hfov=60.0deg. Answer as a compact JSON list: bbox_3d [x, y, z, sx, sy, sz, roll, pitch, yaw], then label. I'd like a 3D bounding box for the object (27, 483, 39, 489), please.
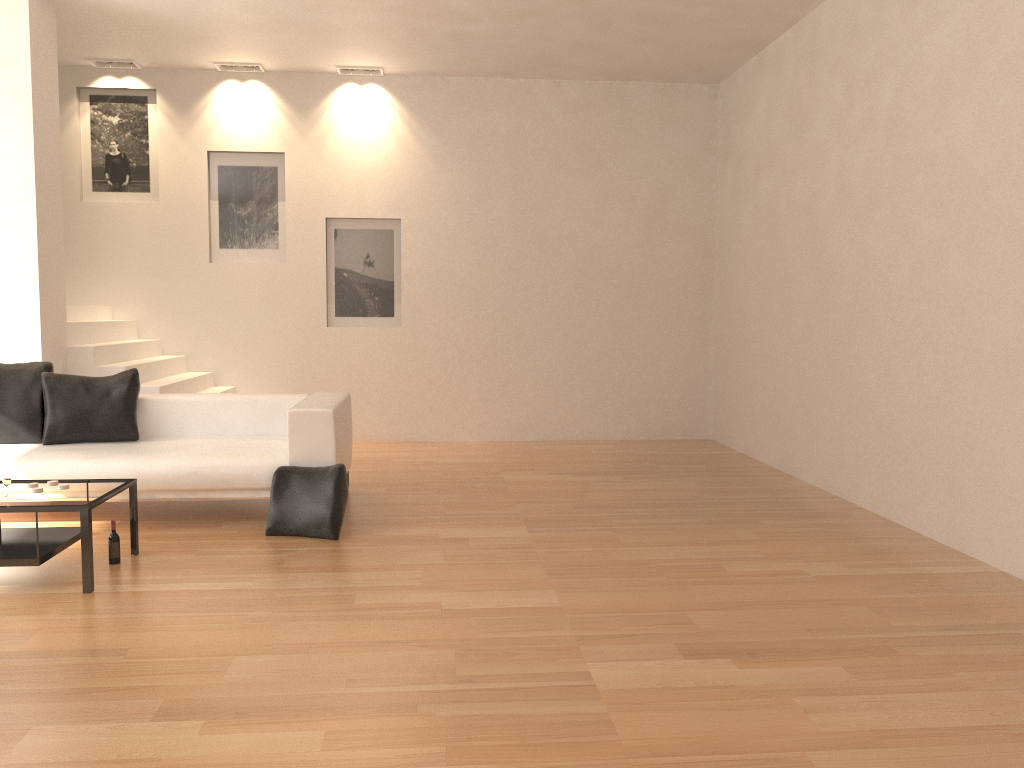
[{"bbox_3d":[-2.498,0.530,4.625,0.052,0.021,0.052,-2,5,-28],"label":"object"}]

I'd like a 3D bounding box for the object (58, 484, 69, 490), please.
[{"bbox_3d":[-2.322,0.533,4.594,0.052,0.021,0.052,-2,5,-28],"label":"object"}]

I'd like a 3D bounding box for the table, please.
[{"bbox_3d":[-2.832,0.785,4.525,1.566,0.460,0.709,0,5,-5],"label":"table"}]

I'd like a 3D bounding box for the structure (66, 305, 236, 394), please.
[{"bbox_3d":[-4.460,-0.012,8.022,4.625,1.403,1.839,0,5,-5],"label":"structure"}]

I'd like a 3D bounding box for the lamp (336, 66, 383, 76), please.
[{"bbox_3d":[-1.512,-3.192,8.829,0.446,0.166,0.243,0,5,-5],"label":"lamp"}]

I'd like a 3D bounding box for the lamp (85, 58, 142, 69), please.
[{"bbox_3d":[-3.866,-3.187,8.613,0.446,0.166,0.243,0,5,-5],"label":"lamp"}]

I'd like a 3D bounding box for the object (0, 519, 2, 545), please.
[{"bbox_3d":[-2.629,0.714,4.497,0.065,0.217,0.065,-2,5,-23],"label":"object"}]

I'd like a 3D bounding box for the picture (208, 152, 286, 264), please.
[{"bbox_3d":[-2.687,-1.791,9.032,0.802,1.155,0.005,0,5,-5],"label":"picture"}]

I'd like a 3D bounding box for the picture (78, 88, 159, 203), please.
[{"bbox_3d":[-3.925,-2.383,8.871,0.802,1.155,0.005,0,5,-5],"label":"picture"}]

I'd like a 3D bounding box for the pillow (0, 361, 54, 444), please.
[{"bbox_3d":[-3.572,0.135,6.100,0.755,0.666,0.346,-1,5,-19],"label":"pillow"}]

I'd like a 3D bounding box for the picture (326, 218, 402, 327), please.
[{"bbox_3d":[-1.530,-1.146,9.191,0.802,1.155,0.005,0,5,-5],"label":"picture"}]

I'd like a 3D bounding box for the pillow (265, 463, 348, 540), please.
[{"bbox_3d":[-1.245,0.723,5.465,0.503,0.457,0.340,1,5,13],"label":"pillow"}]

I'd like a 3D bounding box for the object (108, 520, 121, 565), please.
[{"bbox_3d":[-2.138,0.852,4.763,0.059,0.244,0.059,-2,5,-29],"label":"object"}]

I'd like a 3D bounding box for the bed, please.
[{"bbox_3d":[-2.699,0.482,6.063,3.075,0.761,1.262,0,5,-5],"label":"bed"}]

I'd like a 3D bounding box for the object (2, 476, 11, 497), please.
[{"bbox_3d":[-2.527,0.512,4.437,0.039,0.101,0.039,5,6,43],"label":"object"}]

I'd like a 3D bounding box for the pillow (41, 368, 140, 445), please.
[{"bbox_3d":[-2.928,0.157,6.182,0.628,0.524,0.270,-2,5,-22],"label":"pillow"}]

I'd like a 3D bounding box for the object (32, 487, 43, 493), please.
[{"bbox_3d":[-2.411,0.540,4.506,0.052,0.021,0.052,2,5,17],"label":"object"}]

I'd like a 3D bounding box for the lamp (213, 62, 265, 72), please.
[{"bbox_3d":[-2.680,-3.189,8.722,0.446,0.166,0.243,0,5,-5],"label":"lamp"}]

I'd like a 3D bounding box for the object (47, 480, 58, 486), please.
[{"bbox_3d":[-2.427,0.525,4.688,0.052,0.021,0.052,-2,5,-28],"label":"object"}]
